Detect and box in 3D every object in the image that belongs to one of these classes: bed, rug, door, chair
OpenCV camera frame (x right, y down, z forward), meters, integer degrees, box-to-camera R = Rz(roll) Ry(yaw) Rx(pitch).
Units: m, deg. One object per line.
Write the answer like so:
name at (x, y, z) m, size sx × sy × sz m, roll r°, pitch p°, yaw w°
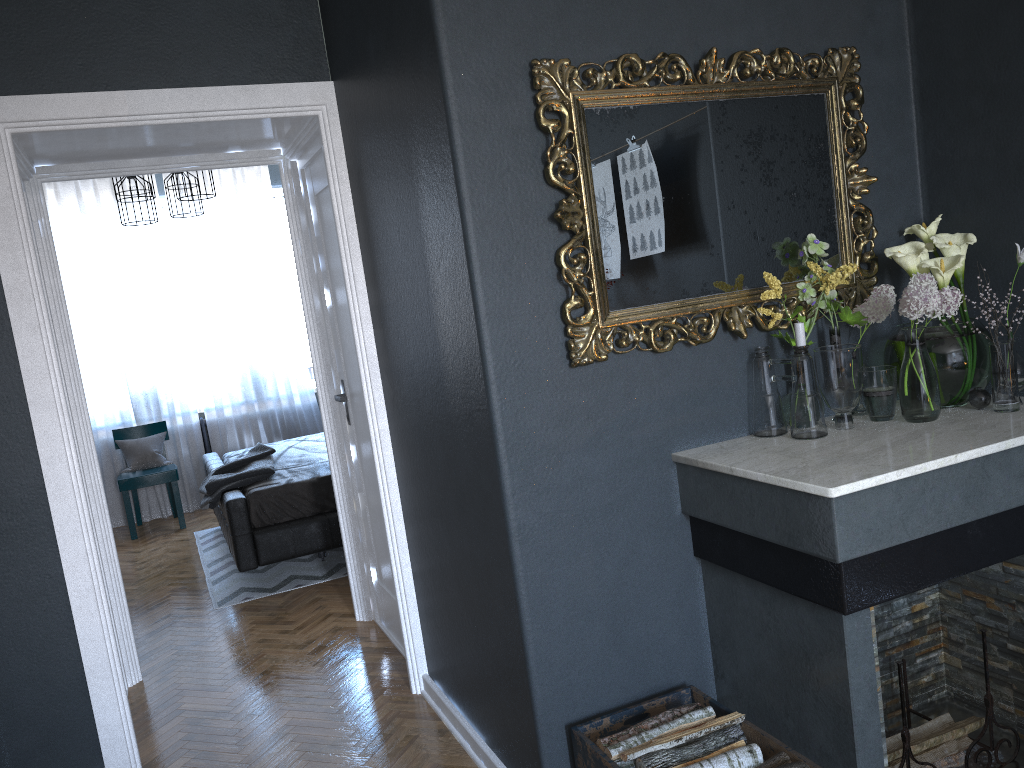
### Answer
bed at (-0.949, 0.376, 6.095) m, size 2.372 × 1.164 × 2.263 m, roll -11°, pitch 7°, yaw -22°
rug at (-1.324, 1.036, 5.948) m, size 1.457 × 0.013 × 2.043 m, roll -11°, pitch 7°, yaw -22°
door at (-0.618, 0.069, 3.752) m, size 0.161 × 2.191 × 0.856 m, roll -11°, pitch 8°, yaw -22°
chair at (-2.831, 0.733, 6.916) m, size 0.435 × 0.800 × 0.592 m, roll -11°, pitch 7°, yaw -22°
door at (-1.699, 0.271, 3.315) m, size 0.161 × 2.191 × 0.856 m, roll -11°, pitch 8°, yaw -22°

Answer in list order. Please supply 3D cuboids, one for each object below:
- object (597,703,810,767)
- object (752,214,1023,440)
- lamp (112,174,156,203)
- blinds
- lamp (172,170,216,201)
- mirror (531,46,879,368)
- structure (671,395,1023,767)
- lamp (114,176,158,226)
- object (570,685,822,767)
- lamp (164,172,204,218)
object at (0.447, 0.966, 2.158) m, size 0.369 × 0.247 × 0.532 m, roll -11°, pitch 7°, yaw -22°
object at (1.044, -0.169, 2.414) m, size 0.726 × 0.548 × 0.474 m, roll -10°, pitch 7°, yaw -19°
lamp at (-2.276, -1.443, 5.211) m, size 0.210 × 0.715 × 0.209 m, roll -9°, pitch 7°, yaw -8°
blinds at (-2.620, -0.366, 7.374) m, size 3.988 × 2.794 × 0.312 m, roll -11°, pitch 8°, yaw -22°
lamp at (-1.871, -1.450, 5.065) m, size 0.210 × 0.771 × 0.209 m, roll -9°, pitch 7°, yaw -8°
mirror at (0.579, -0.510, 2.421) m, size 1.055 × 0.786 × 0.067 m, roll -11°, pitch 8°, yaw -22°
structure at (1.109, 0.610, 2.321) m, size 1.064 × 0.983 × 0.833 m, roll -11°, pitch 7°, yaw -22°
lamp at (-2.416, -1.413, 5.577) m, size 0.210 × 0.806 × 0.209 m, roll -9°, pitch 7°, yaw -8°
object at (0.454, 1.042, 2.165) m, size 0.383 × 0.327 × 0.552 m, roll -11°, pitch 7°, yaw -22°
lamp at (-2.255, -1.509, 5.971) m, size 0.210 × 0.748 × 0.209 m, roll -9°, pitch 7°, yaw -8°
